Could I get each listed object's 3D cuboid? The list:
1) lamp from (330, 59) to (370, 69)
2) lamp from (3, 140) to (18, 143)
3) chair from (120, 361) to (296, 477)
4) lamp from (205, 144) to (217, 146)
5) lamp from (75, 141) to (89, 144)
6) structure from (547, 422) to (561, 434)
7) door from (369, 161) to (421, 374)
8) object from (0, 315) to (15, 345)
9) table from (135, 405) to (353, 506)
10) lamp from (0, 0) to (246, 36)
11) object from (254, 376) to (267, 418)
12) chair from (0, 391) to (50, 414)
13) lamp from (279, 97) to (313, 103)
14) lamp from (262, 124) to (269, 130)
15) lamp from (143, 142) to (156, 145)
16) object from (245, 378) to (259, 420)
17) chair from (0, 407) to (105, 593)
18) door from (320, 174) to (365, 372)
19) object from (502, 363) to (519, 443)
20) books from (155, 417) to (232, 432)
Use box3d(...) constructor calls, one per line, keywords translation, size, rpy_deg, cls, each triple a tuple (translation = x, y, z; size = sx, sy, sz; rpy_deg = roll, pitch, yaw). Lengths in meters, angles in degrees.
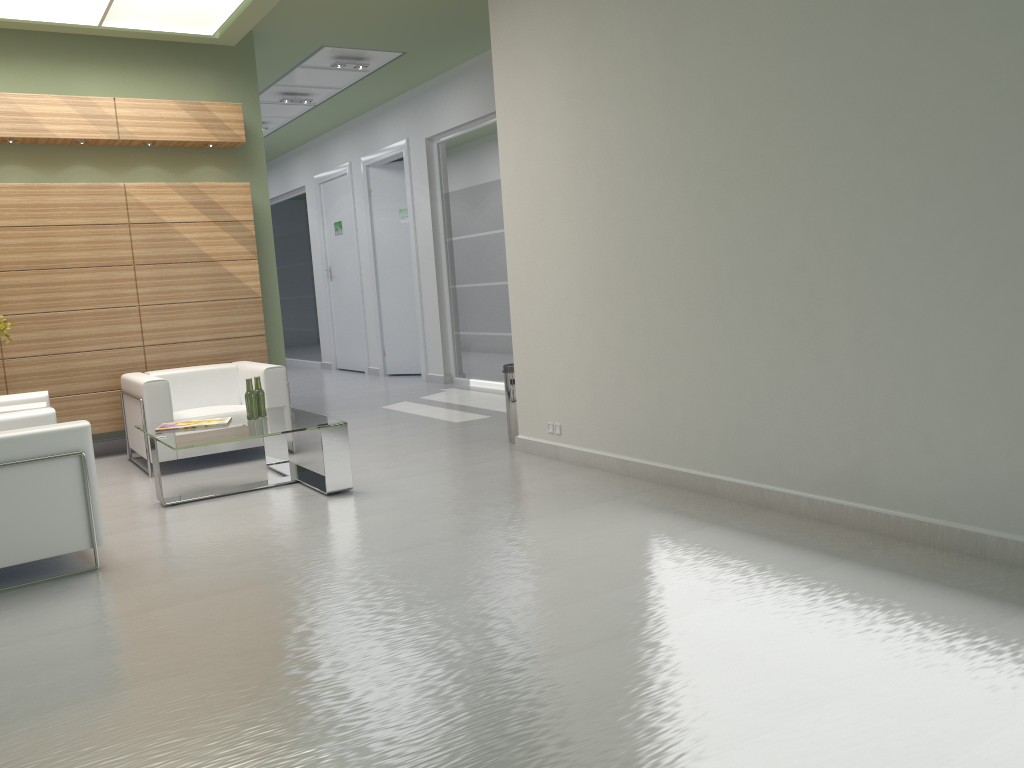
box3d(translation=(-2.981, -5.900, 16.289), size=(0.657, 0.159, 0.286), rpy_deg=(-8, 8, -31), cls="lamp")
box3d(translation=(-6.859, -3.347, 12.122), size=(0.181, 0.074, 0.181), rpy_deg=(-2, 7, 19), cls="lamp")
box3d(translation=(-4.214, 0.409, 12.224), size=(1.894, 1.234, 1.802), rpy_deg=(-8, 8, -31), cls="chair")
box3d(translation=(-4.595, -3.669, 13.518), size=(0.181, 0.074, 0.181), rpy_deg=(-9, 8, -37), cls="lamp")
box3d(translation=(-6.107, -3.454, 12.587), size=(0.181, 0.074, 0.181), rpy_deg=(-9, 8, -37), cls="lamp")
box3d(translation=(0.494, 0.519, 10.449), size=(0.017, 0.118, 0.262), rpy_deg=(-8, 8, -31), cls="structure")
box3d(translation=(-2.353, -2.772, 21.286), size=(2.089, 5.083, 0.134), rpy_deg=(-1, 7, 28), cls="door")
box3d(translation=(-6.740, 0.068, 10.844), size=(1.116, 2.565, 1.201), rpy_deg=(-1, 7, 26), cls="object")
box3d(translation=(-3.056, 0.812, 9.943), size=(1.783, 0.742, 2.197), rpy_deg=(-8, 8, -31), cls="table")
box3d(translation=(-4.937, -4.785, 9.527), size=(4.571, 0.325, 5.060), rpy_deg=(-8, 8, -31), cls="lamp")
box3d(translation=(-2.929, 0.149, 10.272), size=(0.131, 0.475, 0.131), rpy_deg=(-1, 7, 23), cls="object")
box3d(translation=(-5.862, 0.839, 9.517), size=(1.769, 1.234, 1.894), rpy_deg=(-7, 7, -26), cls="chair")
box3d(translation=(-4.599, -6.083, 18.871), size=(0.657, 0.159, 0.286), rpy_deg=(-8, 8, -31), cls="lamp")
box3d(translation=(-6.289, -6.274, 21.567), size=(0.657, 0.159, 0.286), rpy_deg=(-8, 8, -31), cls="lamp")
box3d(translation=(-5.343, -3.563, 13.057), size=(0.181, 0.074, 0.181), rpy_deg=(-2, 7, 19), cls="lamp")
box3d(translation=(-2.974, 0.172, 10.102), size=(0.131, 0.475, 0.131), rpy_deg=(-1, 7, 23), cls="object")
box3d(translation=(-4.644, 0.981, 7.542), size=(1.802, 1.234, 1.894), rpy_deg=(-9, 8, -36), cls="chair")
box3d(translation=(-4.546, -2.894, 23.692), size=(0.250, 5.083, 2.089), rpy_deg=(-8, 8, -31), cls="door")
box3d(translation=(0.140, 0.246, 11.785), size=(0.482, 1.027, 0.483), rpy_deg=(0, 8, 29), cls="object")
box3d(translation=(-3.580, 0.453, 10.004), size=(0.762, 0.025, 0.508), rpy_deg=(-5, 7, -12), cls="books")
